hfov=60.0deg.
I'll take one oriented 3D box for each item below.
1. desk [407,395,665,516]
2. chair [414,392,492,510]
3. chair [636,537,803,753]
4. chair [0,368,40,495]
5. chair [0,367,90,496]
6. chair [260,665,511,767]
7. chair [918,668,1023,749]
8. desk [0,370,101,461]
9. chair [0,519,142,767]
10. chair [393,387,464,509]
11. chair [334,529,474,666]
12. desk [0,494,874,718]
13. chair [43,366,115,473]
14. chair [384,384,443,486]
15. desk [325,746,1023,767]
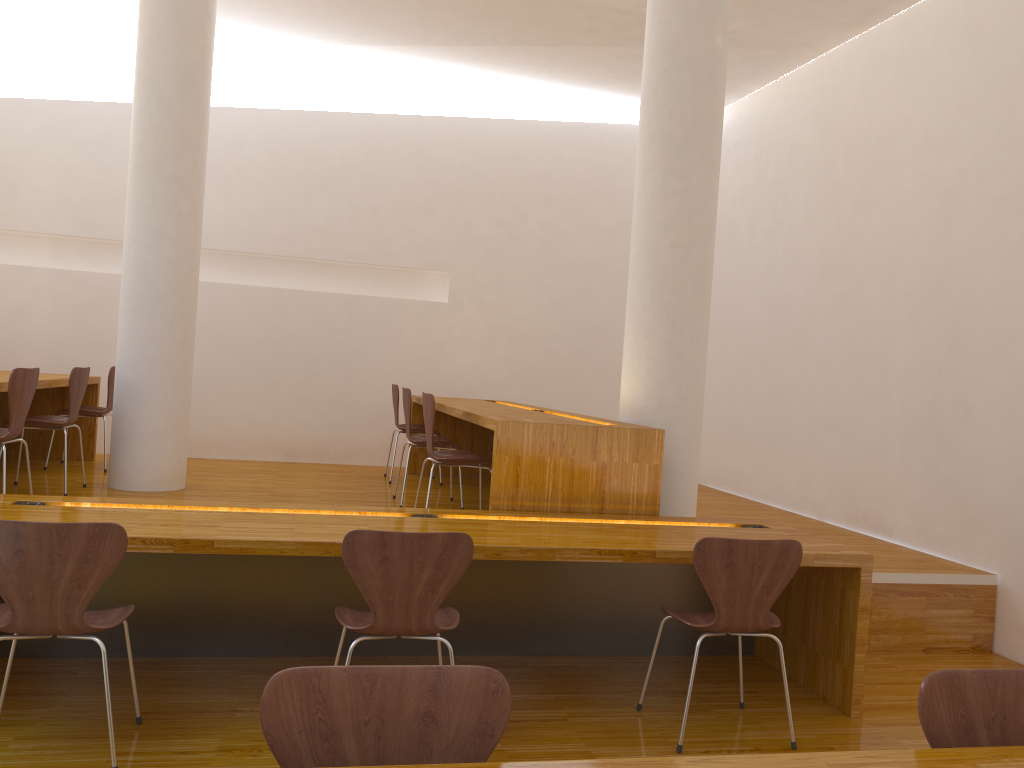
[{"bbox_3d":[-0.068,0.446,5.384,0.760,0.606,3.185,4,0,-13],"label":"desk"},{"bbox_3d":[-0.268,0.400,4.365,0.381,0.693,0.428,4,0,-13],"label":"chair"},{"bbox_3d":[0.719,0.845,3.066,0.428,0.693,0.381,4,0,-13],"label":"chair"},{"bbox_3d":[-2.335,0.262,3.889,0.381,0.693,0.428,4,0,-13],"label":"chair"},{"bbox_3d":[-2.551,0.241,4.836,0.381,0.693,0.428,4,0,-13],"label":"chair"},{"bbox_3d":[-0.175,0.796,1.232,0.428,0.693,0.381,4,0,-13],"label":"chair"},{"bbox_3d":[0.922,0.869,1.445,0.428,0.693,0.381,4,0,-13],"label":"chair"},{"bbox_3d":[-3.336,0.144,4.594,1.527,0.785,3.243,4,0,-13],"label":"desk"},{"bbox_3d":[-1.305,0.710,2.561,0.428,0.693,0.381,4,0,-13],"label":"chair"},{"bbox_3d":[-0.485,0.379,5.312,0.381,0.693,0.428,4,0,-13],"label":"chair"},{"bbox_3d":[-0.360,0.773,2.778,0.428,0.693,0.381,4,0,-13],"label":"chair"},{"bbox_3d":[-0.317,0.822,3.290,3.185,0.606,0.760,4,0,-13],"label":"desk"},{"bbox_3d":[-2.838,0.215,5.918,0.381,0.693,0.428,4,0,-13],"label":"chair"},{"bbox_3d":[-0.697,0.358,6.411,0.381,0.693,0.428,4,0,-13],"label":"chair"},{"bbox_3d":[0.078,1.021,0.667,3.236,0.918,1.285,4,0,-13],"label":"desk"}]
